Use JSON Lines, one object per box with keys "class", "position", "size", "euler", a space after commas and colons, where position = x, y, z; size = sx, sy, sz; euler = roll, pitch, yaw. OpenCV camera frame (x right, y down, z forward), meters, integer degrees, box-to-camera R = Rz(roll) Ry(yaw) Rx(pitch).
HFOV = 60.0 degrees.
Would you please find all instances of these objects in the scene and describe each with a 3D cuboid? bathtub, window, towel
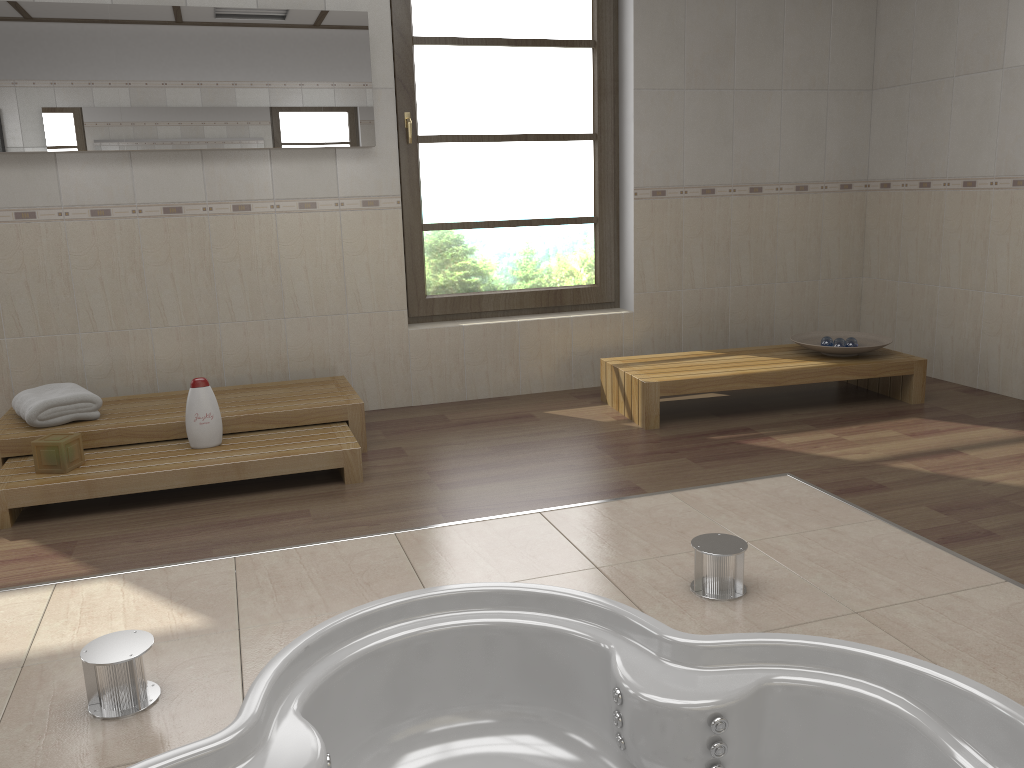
{"class": "bathtub", "position": [0.096, 1.086, 1.568], "size": [1.751, 0.674, 1.754], "euler": [4, 14, 26]}
{"class": "window", "position": [-0.012, -1.351, 4.643], "size": [1.188, 1.934, 0.117], "euler": [-6, 13, -17]}
{"class": "towel", "position": [-1.893, 0.078, 3.670], "size": [0.280, 0.119, 0.399], "euler": [-11, 16, -37]}

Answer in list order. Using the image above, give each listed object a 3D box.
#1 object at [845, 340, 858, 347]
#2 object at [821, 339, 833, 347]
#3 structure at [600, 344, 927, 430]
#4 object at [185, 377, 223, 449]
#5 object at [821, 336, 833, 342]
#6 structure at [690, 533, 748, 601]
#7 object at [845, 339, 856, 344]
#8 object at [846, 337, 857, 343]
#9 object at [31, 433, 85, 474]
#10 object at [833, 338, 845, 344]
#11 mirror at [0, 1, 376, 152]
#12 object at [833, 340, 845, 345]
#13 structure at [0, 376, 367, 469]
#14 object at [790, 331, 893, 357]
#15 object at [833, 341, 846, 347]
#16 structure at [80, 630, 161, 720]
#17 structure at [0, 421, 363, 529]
{"class": "object", "position": [1.689, -0.187, 4.415], "size": [0.060, 0.060, 0.060], "euler": [-6, 13, -18]}
{"class": "object", "position": [1.597, -0.200, 4.498], "size": [0.060, 0.060, 0.060], "euler": [-6, 13, -18]}
{"class": "structure", "position": [1.234, -0.018, 4.443], "size": [1.450, 0.220, 0.620], "euler": [-5, 13, -13]}
{"class": "object", "position": [-1.195, 0.111, 3.426], "size": [0.134, 0.276, 0.063], "euler": [-8, 14, -25]}
{"class": "object", "position": [1.618, -0.216, 4.556], "size": [0.060, 0.060, 0.060], "euler": [-6, 13, -18]}
{"class": "structure", "position": [0.561, 0.495, 2.408], "size": [0.150, 0.131, 0.150], "euler": [8, 15, 36]}
{"class": "object", "position": [1.708, -0.197, 4.474], "size": [0.060, 0.060, 0.060], "euler": [-6, 13, -18]}
{"class": "object", "position": [1.733, -0.210, 4.530], "size": [0.060, 0.060, 0.060], "euler": [-6, 13, -18]}
{"class": "object", "position": [-1.645, 0.250, 3.217], "size": [0.120, 0.120, 0.120], "euler": [0, 12, 7]}
{"class": "object", "position": [1.671, -0.207, 4.524], "size": [0.060, 0.060, 0.060], "euler": [-6, 13, -18]}
{"class": "mirror", "position": [-1.699, -1.315, 3.814], "size": [2.200, 0.600, 0.005], "euler": [-6, 13, -17]}
{"class": "object", "position": [1.647, -0.192, 4.463], "size": [0.060, 0.060, 0.060], "euler": [-6, 13, -18]}
{"class": "structure", "position": [-1.408, 0.196, 3.850], "size": [1.450, 0.220, 0.620], "euler": [-6, 13, -17]}
{"class": "object", "position": [1.660, -0.192, 4.485], "size": [0.487, 0.076, 0.487], "euler": [5, 14, 28]}
{"class": "object", "position": [1.626, -0.181, 4.408], "size": [0.060, 0.060, 0.060], "euler": [-6, 13, -18]}
{"class": "structure", "position": [-0.862, 0.639, 1.958], "size": [0.150, 0.131, 0.150], "euler": [-5, 13, -13]}
{"class": "structure", "position": [-1.277, 0.312, 3.488], "size": [1.280, 0.140, 0.620], "euler": [-6, 13, -17]}
